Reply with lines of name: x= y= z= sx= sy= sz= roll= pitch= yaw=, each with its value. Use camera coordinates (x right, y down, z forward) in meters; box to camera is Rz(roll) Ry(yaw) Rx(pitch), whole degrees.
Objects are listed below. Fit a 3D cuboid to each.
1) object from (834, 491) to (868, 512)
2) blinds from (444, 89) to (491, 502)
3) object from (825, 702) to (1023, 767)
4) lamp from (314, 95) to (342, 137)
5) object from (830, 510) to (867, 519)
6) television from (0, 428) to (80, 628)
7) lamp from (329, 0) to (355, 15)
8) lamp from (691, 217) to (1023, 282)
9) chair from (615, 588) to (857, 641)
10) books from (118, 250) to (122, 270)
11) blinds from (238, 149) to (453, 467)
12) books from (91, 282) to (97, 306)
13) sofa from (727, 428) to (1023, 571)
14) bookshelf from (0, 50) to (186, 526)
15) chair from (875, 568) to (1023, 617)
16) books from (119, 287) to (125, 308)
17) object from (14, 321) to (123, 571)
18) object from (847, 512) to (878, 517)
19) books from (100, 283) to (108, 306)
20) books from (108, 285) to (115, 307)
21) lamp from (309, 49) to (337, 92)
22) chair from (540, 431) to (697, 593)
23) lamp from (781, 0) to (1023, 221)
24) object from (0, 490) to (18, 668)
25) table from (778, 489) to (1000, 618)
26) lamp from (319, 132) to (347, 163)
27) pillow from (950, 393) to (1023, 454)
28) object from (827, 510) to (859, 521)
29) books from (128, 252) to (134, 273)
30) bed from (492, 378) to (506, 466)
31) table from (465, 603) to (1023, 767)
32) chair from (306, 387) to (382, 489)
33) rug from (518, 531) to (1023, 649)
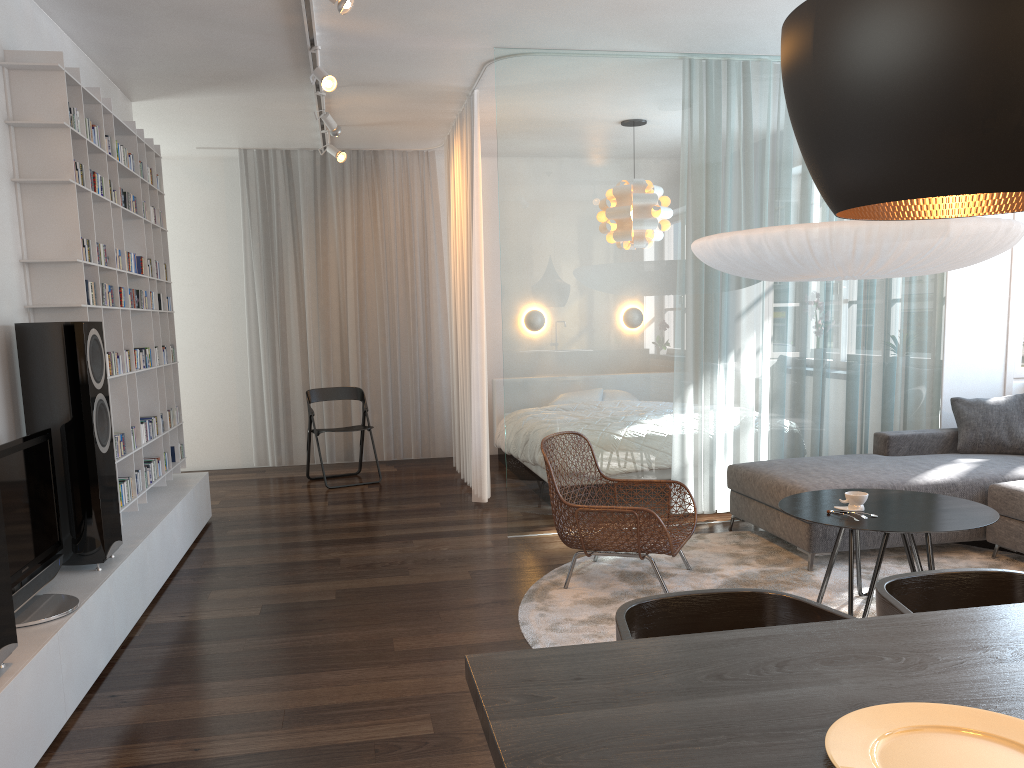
object: x=1.406 y=0.489 z=3.672 sx=0.139 sy=0.070 sz=0.091 roll=-1 pitch=6 yaw=2
blinds: x=-0.363 y=-0.607 z=6.770 sx=0.154 sy=2.762 sz=1.792 roll=-3 pitch=7 yaw=-8
object: x=0.606 y=0.509 z=1.180 sx=0.355 sy=0.017 sz=0.353 roll=-2 pitch=4 yaw=-7
lamp: x=-1.187 y=-1.733 z=5.708 sx=0.085 sy=0.242 sz=0.248 roll=1 pitch=7 yaw=19
object: x=1.361 y=0.524 z=3.578 sx=0.025 sy=0.016 sz=0.163 roll=-5 pitch=6 yaw=-35
television: x=-1.701 y=0.495 z=3.033 sx=0.345 sy=0.606 sz=0.781 roll=0 pitch=6 yaw=8
lamp: x=-0.741 y=-1.581 z=3.452 sx=0.250 sy=0.242 sz=0.084 roll=-4 pitch=8 yaw=-25
lamp: x=1.603 y=-0.608 z=4.216 sx=1.468 sy=0.212 sz=1.459 roll=1 pitch=5 yaw=26
chair: x=0.466 y=0.823 z=1.818 sx=0.592 sy=0.678 sz=0.515 roll=-3 pitch=7 yaw=-12
books: x=-2.049 y=-0.633 z=4.540 sx=0.099 sy=0.105 sz=0.138 roll=-3 pitch=6 yaw=-12
blinds: x=-1.449 y=-0.661 z=7.841 sx=1.807 sy=2.762 sz=0.151 roll=-3 pitch=8 yaw=-8
books: x=-1.977 y=-0.420 z=4.214 sx=0.090 sy=0.107 sz=0.499 roll=-3 pitch=4 yaw=-10
sofa: x=2.555 y=0.610 z=4.007 sx=2.038 sy=0.678 sz=3.044 roll=-2 pitch=4 yaw=-10
bookshelf: x=-2.128 y=-0.405 z=4.748 sx=0.227 sy=2.094 sz=2.068 roll=-3 pitch=6 yaw=-10
chair: x=1.068 y=0.799 z=1.926 sx=0.593 sy=0.678 sz=0.515 roll=-3 pitch=7 yaw=-10
books: x=-2.041 y=-0.445 z=4.555 sx=0.090 sy=0.111 sz=0.156 roll=-3 pitch=6 yaw=-10
object: x=-1.808 y=0.254 z=3.612 sx=0.280 sy=1.013 sz=0.292 roll=-3 pitch=8 yaw=-10
object: x=1.419 y=0.525 z=3.580 sx=0.026 sy=0.010 sz=0.124 roll=-6 pitch=6 yaw=-44
books: x=-1.973 y=-0.423 z=4.191 sx=0.090 sy=0.109 sz=0.117 roll=-3 pitch=6 yaw=-10
books: x=-1.995 y=-0.425 z=4.304 sx=0.099 sy=0.105 sz=0.131 roll=-3 pitch=6 yaw=-12
lamp: x=-1.028 y=-1.665 z=4.708 sx=0.084 sy=0.242 sz=0.250 roll=-9 pitch=10 yaw=-44
chair: x=0.513 y=0.608 z=4.346 sx=0.685 sy=0.716 sz=0.712 roll=1 pitch=7 yaw=22
lamp: x=0.530 y=-0.484 z=1.033 sx=0.410 sy=0.546 sz=0.408 roll=4 pitch=9 yaw=37
object: x=-1.580 y=0.336 z=2.392 sx=0.280 sy=1.013 sz=0.292 roll=-3 pitch=8 yaw=-10
table: x=1.563 y=0.754 z=3.734 sx=0.846 sy=0.477 sz=0.840 roll=-2 pitch=5 yaw=-8
lamp: x=-1.378 y=-1.802 z=6.733 sx=0.250 sy=0.242 sz=0.084 roll=1 pitch=8 yaw=22
pillow: x=2.879 y=0.231 z=5.258 sx=0.514 sy=0.363 sz=0.344 roll=2 pitch=7 yaw=29
object: x=1.327 y=0.527 z=3.553 sx=0.015 sy=0.015 sz=0.167 roll=-4 pitch=5 yaw=-23
books: x=-2.085 y=-0.649 z=4.737 sx=0.090 sy=0.109 sz=0.117 roll=-3 pitch=6 yaw=-10
bed: x=0.955 y=0.372 z=7.252 sx=2.164 sy=0.769 sz=2.423 roll=-2 pitch=5 yaw=-10
table: x=1.248 y=0.829 z=1.382 sx=2.498 sy=0.686 sz=1.098 roll=-2 pitch=5 yaw=-10
chair: x=-1.403 y=0.425 z=7.283 sx=0.499 sy=0.782 sz=0.558 roll=-6 pitch=8 yaw=-30
rug: x=1.450 y=0.980 z=3.877 sx=2.828 sy=0.012 sz=2.822 roll=-4 pitch=5 yaw=-30
